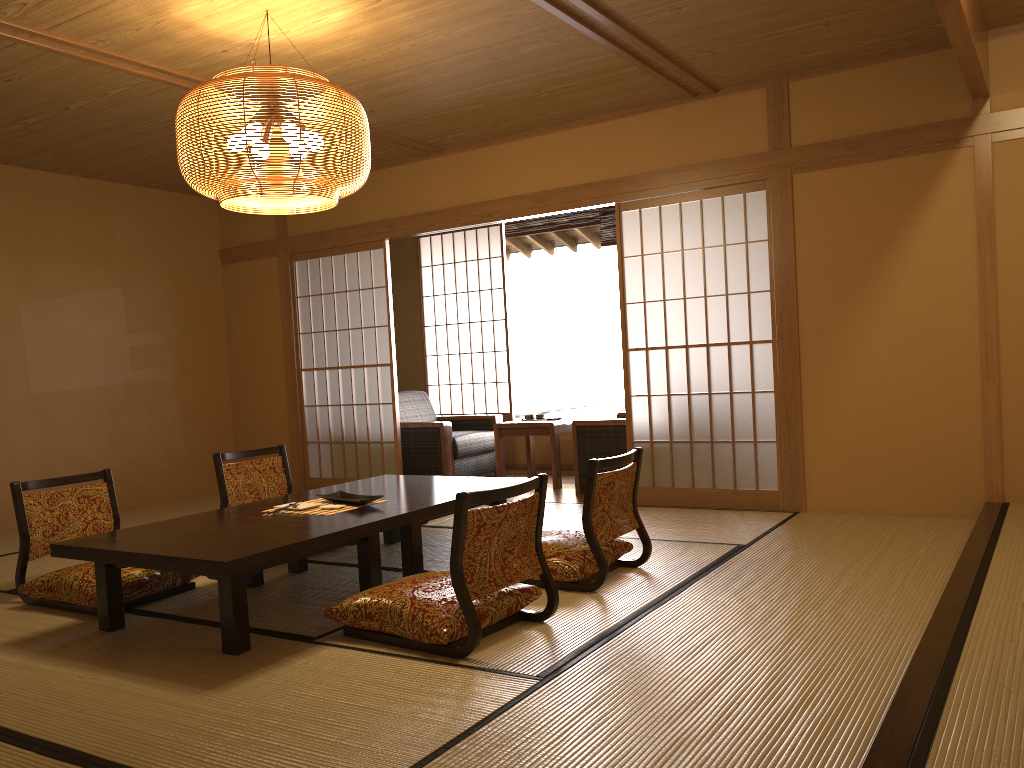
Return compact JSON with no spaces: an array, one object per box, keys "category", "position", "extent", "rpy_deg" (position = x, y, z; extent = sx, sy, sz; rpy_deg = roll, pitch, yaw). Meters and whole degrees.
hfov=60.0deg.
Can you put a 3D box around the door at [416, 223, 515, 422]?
[{"category":"door","position":[-0.451,-0.550,8.372],"extent":[0.992,1.875,0.040],"rpy_deg":[-2,3,32]}]

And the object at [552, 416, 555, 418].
[{"category":"object","position":[0.325,0.259,6.944],"extent":[0.006,0.007,0.230],"rpy_deg":[-3,1,-2]}]

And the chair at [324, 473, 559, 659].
[{"category":"chair","position":[-0.246,0.616,3.219],"extent":[0.687,0.547,0.582],"rpy_deg":[-2,2,36]}]

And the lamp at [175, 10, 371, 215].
[{"category":"lamp","position":[-1.015,-1.176,3.770],"extent":[0.798,0.826,0.798],"rpy_deg":[-4,2,-34]}]

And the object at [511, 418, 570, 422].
[{"category":"object","position":[0.227,0.283,6.978],"extent":[0.401,0.003,0.300],"rpy_deg":[-2,1,32]}]

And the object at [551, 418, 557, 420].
[{"category":"object","position":[0.323,0.271,6.824],"extent":[0.050,0.018,0.015],"rpy_deg":[-3,2,19]}]

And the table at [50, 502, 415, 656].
[{"category":"table","position":[-1.082,0.750,3.570],"extent":[0.995,0.357,0.994],"rpy_deg":[-2,2,32]}]

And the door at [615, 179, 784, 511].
[{"category":"door","position":[1.140,-0.205,5.448],"extent":[0.992,1.935,0.040],"rpy_deg":[-2,3,32]}]

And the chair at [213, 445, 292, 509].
[{"category":"chair","position":[-1.258,0.637,4.924],"extent":[0.687,0.547,0.582],"rpy_deg":[-2,2,36]}]

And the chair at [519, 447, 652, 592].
[{"category":"chair","position":[0.199,0.576,3.944],"extent":[0.699,0.547,0.582],"rpy_deg":[-2,2,31]}]

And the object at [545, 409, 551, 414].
[{"category":"object","position":[0.253,0.237,7.074],"extent":[0.117,0.068,0.038],"rpy_deg":[-3,2,-3]}]

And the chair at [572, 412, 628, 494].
[{"category":"chair","position":[1.025,0.365,6.445],"extent":[0.944,0.780,0.871],"rpy_deg":[-2,2,32]}]

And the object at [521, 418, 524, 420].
[{"category":"object","position":[0.082,0.280,7.052],"extent":[0.015,0.018,0.050],"rpy_deg":[-4,1,-16]}]

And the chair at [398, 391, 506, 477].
[{"category":"chair","position":[-0.667,0.437,7.502],"extent":[0.944,0.780,0.871],"rpy_deg":[-2,2,32]}]

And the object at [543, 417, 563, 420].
[{"category":"object","position":[0.320,0.270,6.942],"extent":[0.131,0.015,0.181],"rpy_deg":[-3,1,-13]}]

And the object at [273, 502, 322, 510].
[{"category":"object","position":[-0.955,0.547,3.952],"extent":[0.180,0.014,0.130],"rpy_deg":[-2,1,34]}]

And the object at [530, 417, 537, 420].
[{"category":"object","position":[0.138,0.274,6.997],"extent":[0.130,0.026,0.038],"rpy_deg":[-3,2,16]}]

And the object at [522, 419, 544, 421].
[{"category":"object","position":[0.142,0.284,6.949],"extent":[0.230,0.007,0.006],"rpy_deg":[-3,2,21]}]

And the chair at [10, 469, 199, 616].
[{"category":"chair","position":[-1.826,0.687,3.999],"extent":[0.699,0.547,0.582],"rpy_deg":[-2,2,31]}]

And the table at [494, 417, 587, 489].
[{"category":"table","position":[0.240,0.533,6.989],"extent":[0.540,0.500,0.539],"rpy_deg":[-2,2,32]}]

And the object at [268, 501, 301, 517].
[{"category":"object","position":[-0.992,0.545,3.877],"extent":[0.006,0.030,0.229],"rpy_deg":[-2,2,24]}]

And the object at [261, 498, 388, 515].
[{"category":"object","position":[-0.837,0.548,3.991],"extent":[0.401,0.003,0.398],"rpy_deg":[-2,1,32]}]

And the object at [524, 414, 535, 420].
[{"category":"object","position":[0.142,0.265,7.125],"extent":[0.084,0.037,0.084],"rpy_deg":[-4,2,-30]}]

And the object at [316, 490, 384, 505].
[{"category":"object","position":[-0.738,0.521,4.026],"extent":[0.129,0.039,0.349],"rpy_deg":[-4,2,-45]}]

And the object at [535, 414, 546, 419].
[{"category":"object","position":[0.228,0.261,7.074],"extent":[0.084,0.037,0.084],"rpy_deg":[-3,2,24]}]

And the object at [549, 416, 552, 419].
[{"category":"object","position":[0.302,0.261,6.937],"extent":[0.006,0.007,0.230],"rpy_deg":[-3,1,6]}]

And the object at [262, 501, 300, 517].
[{"category":"object","position":[-1.008,0.546,3.883],"extent":[0.006,0.030,0.229],"rpy_deg":[-2,2,29]}]

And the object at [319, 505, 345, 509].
[{"category":"object","position":[-0.789,0.543,3.892],"extent":[0.099,0.013,0.067],"rpy_deg":[-3,1,15]}]

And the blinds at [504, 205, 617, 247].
[{"category":"blinds","position":[0.755,-1.475,7.622],"extent":[1.933,0.595,0.048],"rpy_deg":[-2,2,32]}]

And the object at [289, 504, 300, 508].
[{"category":"object","position":[-0.968,0.542,3.944],"extent":[0.050,0.018,0.015],"rpy_deg":[-2,2,29]}]

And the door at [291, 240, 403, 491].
[{"category":"door","position":[-1.307,-0.102,6.976],"extent":[0.992,1.935,0.040],"rpy_deg":[-2,3,32]}]

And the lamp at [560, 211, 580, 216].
[{"category":"lamp","position":[0.381,-1.633,6.684],"extent":[0.330,0.682,0.330],"rpy_deg":[-2,3,32]}]

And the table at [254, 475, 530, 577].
[{"category":"table","position":[-0.559,0.704,4.414],"extent":[0.995,0.357,0.994],"rpy_deg":[-2,2,32]}]
